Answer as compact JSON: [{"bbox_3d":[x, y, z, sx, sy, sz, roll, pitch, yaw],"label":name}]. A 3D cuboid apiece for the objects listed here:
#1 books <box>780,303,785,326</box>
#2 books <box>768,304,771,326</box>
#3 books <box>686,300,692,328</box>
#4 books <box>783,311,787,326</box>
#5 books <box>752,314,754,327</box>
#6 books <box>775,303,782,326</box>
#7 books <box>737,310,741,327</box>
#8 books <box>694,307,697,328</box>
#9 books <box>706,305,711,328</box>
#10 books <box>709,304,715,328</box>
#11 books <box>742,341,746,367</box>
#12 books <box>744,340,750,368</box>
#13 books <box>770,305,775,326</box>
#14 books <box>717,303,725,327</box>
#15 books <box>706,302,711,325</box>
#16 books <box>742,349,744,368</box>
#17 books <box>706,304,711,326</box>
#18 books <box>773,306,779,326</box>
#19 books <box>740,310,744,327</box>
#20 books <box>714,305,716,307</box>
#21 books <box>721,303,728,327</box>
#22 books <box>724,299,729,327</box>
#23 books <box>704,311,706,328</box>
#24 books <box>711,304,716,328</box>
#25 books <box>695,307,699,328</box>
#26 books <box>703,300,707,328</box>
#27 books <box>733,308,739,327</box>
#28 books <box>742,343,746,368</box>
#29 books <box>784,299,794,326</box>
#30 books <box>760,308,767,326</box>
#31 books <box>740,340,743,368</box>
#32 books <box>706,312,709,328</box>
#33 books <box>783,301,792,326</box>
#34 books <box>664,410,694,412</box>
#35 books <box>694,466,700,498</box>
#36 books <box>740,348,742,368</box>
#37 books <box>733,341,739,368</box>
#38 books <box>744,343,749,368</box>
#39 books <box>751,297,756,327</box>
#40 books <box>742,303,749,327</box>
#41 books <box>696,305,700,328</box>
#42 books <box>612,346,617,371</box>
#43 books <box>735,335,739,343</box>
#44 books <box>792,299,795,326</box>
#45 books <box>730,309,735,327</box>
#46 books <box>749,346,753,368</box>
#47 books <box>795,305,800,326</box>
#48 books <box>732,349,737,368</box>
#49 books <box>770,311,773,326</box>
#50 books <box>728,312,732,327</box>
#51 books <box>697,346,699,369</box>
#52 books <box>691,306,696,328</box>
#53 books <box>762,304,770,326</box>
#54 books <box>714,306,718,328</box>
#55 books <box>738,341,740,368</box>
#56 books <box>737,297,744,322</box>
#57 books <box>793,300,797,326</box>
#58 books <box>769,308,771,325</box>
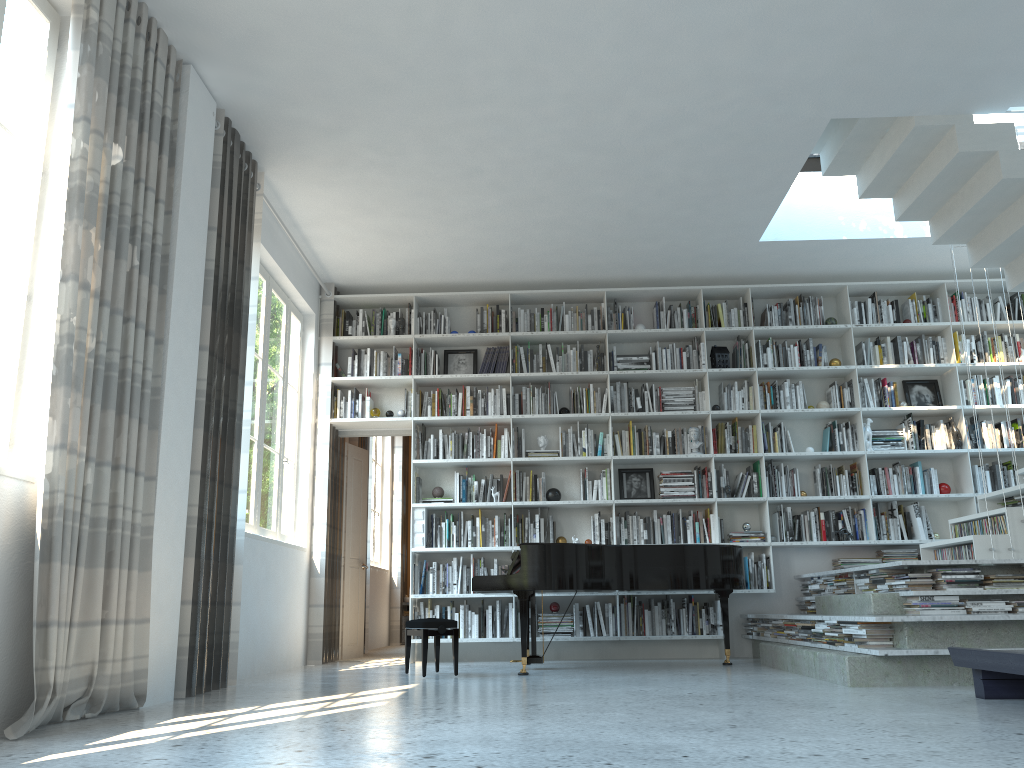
[{"bbox_3d":[2.377,-0.571,7.862,0.021,0.255,0.169,-1,-14,2],"label":"books"},{"bbox_3d":[2.259,-0.563,7.862,0.011,0.243,0.173,-1,-14,2],"label":"books"},{"bbox_3d":[1.578,-0.578,7.894,0.012,0.307,0.138,-1,-14,2],"label":"books"},{"bbox_3d":[2.405,-0.535,7.870,0.031,0.190,0.133,-1,-14,2],"label":"books"},{"bbox_3d":[2.100,-0.555,7.854,0.033,0.229,0.176,-1,-14,2],"label":"books"},{"bbox_3d":[2.352,-0.570,7.860,0.030,0.254,0.161,-1,-14,2],"label":"books"},{"bbox_3d":[1.997,-0.537,7.868,0.025,0.203,0.162,-1,-14,2],"label":"books"},{"bbox_3d":[1.619,-0.547,7.888,0.014,0.243,0.145,-1,-14,2],"label":"books"},{"bbox_3d":[1.732,-0.555,7.852,0.007,0.238,0.192,-1,-14,2],"label":"books"},{"bbox_3d":[1.765,-0.562,7.870,0.034,0.260,0.158,-1,-14,2],"label":"books"},{"bbox_3d":[2.031,-0.221,7.804,0.013,0.288,0.132,-1,-14,2],"label":"books"},{"bbox_3d":[2.068,-0.225,7.796,0.005,0.291,0.131,-1,-14,2],"label":"books"},{"bbox_3d":[2.292,-0.560,7.846,0.013,0.229,0.174,-1,-14,2],"label":"books"},{"bbox_3d":[1.839,-0.562,7.861,0.054,0.254,0.191,-1,-14,2],"label":"books"},{"bbox_3d":[1.745,-0.568,7.882,0.007,0.278,0.150,-1,-14,2],"label":"books"},{"bbox_3d":[2.013,-0.187,7.778,0.013,0.210,0.140,-1,-14,2],"label":"books"},{"bbox_3d":[1.739,-0.561,7.869,0.006,0.259,0.166,-1,-14,2],"label":"books"},{"bbox_3d":[2.322,-0.555,7.858,0.028,0.225,0.164,-1,-14,2],"label":"books"},{"bbox_3d":[2.020,-0.534,7.859,0.022,0.193,0.182,-1,-14,2],"label":"books"},{"bbox_3d":[1.809,-0.558,7.894,0.007,0.263,0.133,-1,-14,2],"label":"books"},{"bbox_3d":[1.881,-0.568,7.882,0.030,0.274,0.152,-1,-14,2],"label":"books"},{"bbox_3d":[1.900,-0.584,7.868,0.010,0.296,0.168,-1,-14,2],"label":"books"},{"bbox_3d":[1.699,-0.528,7.884,0.016,0.204,0.143,-1,-14,2],"label":"books"},{"bbox_3d":[1.787,-0.561,7.877,0.008,0.261,0.142,-1,-14,2],"label":"books"},{"bbox_3d":[1.633,-0.547,7.878,0.014,0.238,0.153,-1,-14,2],"label":"books"},{"bbox_3d":[1.709,-0.578,7.878,0.007,0.297,0.181,-1,-14,2],"label":"books"},{"bbox_3d":[1.968,-0.546,7.850,0.031,0.212,0.170,-1,-14,2],"label":"books"},{"bbox_3d":[2.021,-0.211,7.773,0.005,0.254,0.159,-1,-14,2],"label":"books"},{"bbox_3d":[2.459,-0.590,7.863,0.024,0.291,0.168,-1,-14,2],"label":"books"},{"bbox_3d":[2.222,-0.547,7.843,0.046,0.206,0.183,-1,-14,2],"label":"books"},{"bbox_3d":[1.998,-0.229,7.769,0.021,0.287,0.179,-1,-14,2],"label":"books"},{"bbox_3d":[1.722,-0.526,7.872,0.015,0.192,0.160,-1,-14,2],"label":"books"},{"bbox_3d":[2.432,-0.579,7.837,0.028,0.257,0.185,-1,-14,2],"label":"books"},{"bbox_3d":[1.440,0.255,7.691,0.254,0.012,0.161,-2,-14,5],"label":"books"},{"bbox_3d":[1.576,0.855,7.561,0.011,0.298,0.130,-1,-14,2],"label":"books"},{"bbox_3d":[1.989,-0.189,7.782,0.024,0.216,0.169,-1,-14,2],"label":"books"},{"bbox_3d":[1.958,-0.222,7.762,0.021,0.271,0.191,-1,-14,2],"label":"books"},{"bbox_3d":[2.043,-0.212,7.758,0.013,0.247,0.186,-1,-14,2],"label":"books"},{"bbox_3d":[2.120,-0.594,7.854,0.019,0.303,0.176,-1,-14,2],"label":"books"},{"bbox_3d":[2.057,-0.568,7.850,0.029,0.252,0.186,-1,-14,2],"label":"books"},{"bbox_3d":[1.651,-0.554,7.886,0.022,0.256,0.137,-1,-14,2],"label":"books"},{"bbox_3d":[0.899,-0.185,7.794,0.021,0.248,0.192,-1,-14,2],"label":"books"},{"bbox_3d":[1.983,-0.248,7.796,0.025,0.338,0.143,-1,-14,2],"label":"books"},{"bbox_3d":[2.480,-0.589,7.875,0.017,0.294,0.139,-1,-14,2],"label":"books"},{"bbox_3d":[1.941,-0.539,7.853,0.024,0.201,0.180,-1,-14,2],"label":"books"},{"bbox_3d":[2.074,-0.196,7.753,0.008,0.213,0.224,-1,-14,2],"label":"books"},{"bbox_3d":[2.509,-0.565,7.843,0.018,0.230,0.160,-1,-14,2],"label":"books"},{"bbox_3d":[1.952,-0.185,7.786,0.019,0.213,0.156,-1,-14,2],"label":"books"},{"bbox_3d":[2.282,-0.534,7.853,0.009,0.183,0.160,-1,-14,2],"label":"books"},{"bbox_3d":[1.917,-0.528,7.850,0.022,0.179,0.173,-1,-14,2],"label":"books"},{"bbox_3d":[1.625,-0.216,7.814,0.010,0.298,0.134,-1,-14,2],"label":"books"},{"bbox_3d":[1.598,-0.549,7.878,0.028,0.243,0.161,-1,-14,2],"label":"books"},{"bbox_3d":[2.249,-0.565,7.853,0.009,0.243,0.173,-1,-14,2],"label":"books"},{"bbox_3d":[1.798,-0.552,7.857,0.015,0.233,0.171,-1,-14,2],"label":"books"},{"bbox_3d":[1.975,-0.219,7.774,0.022,0.271,0.182,-1,-14,2],"label":"books"},{"bbox_3d":[2.037,-0.596,7.891,0.012,0.328,0.129,-1,-14,2],"label":"books"},{"bbox_3d":[2.497,-0.586,7.868,0.007,0.284,0.160,-1,-14,2],"label":"books"},{"bbox_3d":[2.271,-0.566,7.872,0.012,0.254,0.134,-1,-14,2],"label":"books"}]
